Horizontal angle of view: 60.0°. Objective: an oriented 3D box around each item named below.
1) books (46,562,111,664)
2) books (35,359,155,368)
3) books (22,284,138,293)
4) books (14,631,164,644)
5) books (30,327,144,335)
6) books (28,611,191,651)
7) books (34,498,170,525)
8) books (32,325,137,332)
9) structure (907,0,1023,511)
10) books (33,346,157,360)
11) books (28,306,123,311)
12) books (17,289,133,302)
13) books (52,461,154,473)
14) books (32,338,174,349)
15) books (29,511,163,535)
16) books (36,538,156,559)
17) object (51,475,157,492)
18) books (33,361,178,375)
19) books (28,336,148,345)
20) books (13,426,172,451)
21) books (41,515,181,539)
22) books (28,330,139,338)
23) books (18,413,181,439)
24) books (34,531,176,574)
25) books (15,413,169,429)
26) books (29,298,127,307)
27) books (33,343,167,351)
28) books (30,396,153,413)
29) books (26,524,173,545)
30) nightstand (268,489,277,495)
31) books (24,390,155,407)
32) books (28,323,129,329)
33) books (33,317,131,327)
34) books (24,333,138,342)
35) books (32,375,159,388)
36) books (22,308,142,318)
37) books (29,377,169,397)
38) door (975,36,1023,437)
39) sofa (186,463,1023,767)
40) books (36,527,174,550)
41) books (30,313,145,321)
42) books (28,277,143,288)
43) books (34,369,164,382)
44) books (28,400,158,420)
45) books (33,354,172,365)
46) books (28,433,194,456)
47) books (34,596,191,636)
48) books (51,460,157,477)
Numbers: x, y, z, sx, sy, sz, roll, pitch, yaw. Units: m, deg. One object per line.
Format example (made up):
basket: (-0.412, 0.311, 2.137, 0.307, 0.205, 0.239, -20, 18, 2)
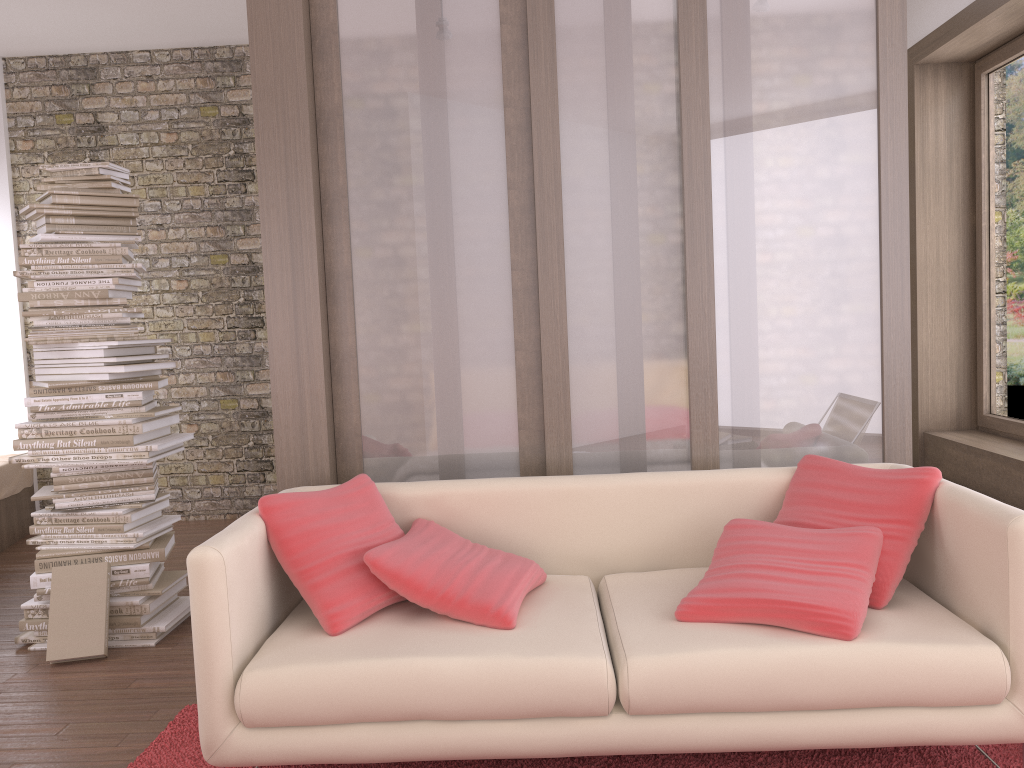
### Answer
books: (-1.787, 0.942, 3.668, 0.218, 0.363, 0.246, -4, 4, -13)
books: (-1.878, -0.093, 3.992, 0.413, 0.013, 0.294, -1, 4, 22)
books: (-1.919, -0.422, 3.965, 0.388, 0.020, 0.287, -3, 4, -3)
books: (-1.817, 1.072, 3.981, 0.612, 0.028, 0.399, -2, 4, 2)
books: (-1.891, -0.237, 3.967, 0.446, 0.012, 0.291, -4, 4, -23)
books: (-1.769, 1.096, 3.949, 0.542, 0.016, 0.423, -2, 4, 2)
books: (-1.844, 0.575, 4.014, 0.448, 0.038, 0.348, -2, 4, 7)
books: (-1.903, -0.249, 3.971, 0.412, 0.011, 0.308, -4, 4, -23)
structure: (2.543, -0.586, 4.652, 0.808, 2.881, 2.039, -2, 4, 2)
books: (-1.876, -0.141, 3.995, 0.417, 0.036, 0.308, -1, 4, 22)
books: (-1.932, -0.331, 3.951, 0.368, 0.009, 0.262, -4, 4, -23)
books: (-1.940, -0.391, 3.961, 0.379, 0.039, 0.297, -3, 4, -3)
books: (-1.819, 0.348, 3.985, 0.396, 0.024, 0.310, -4, 4, -18)
books: (-1.835, -0.182, 3.985, 0.500, 0.018, 0.326, -1, 4, 22)
books: (-1.864, 0.617, 3.997, 0.432, 0.038, 0.339, -2, 4, 7)
books: (-1.841, 0.709, 3.986, 0.450, 0.022, 0.364, -4, 4, -13)
object: (-1.824, 0.443, 3.991, 0.413, 0.008, 0.243, -4, 4, -18)
books: (-1.821, -0.072, 3.984, 0.524, 0.030, 0.317, -1, 4, 22)
books: (-1.884, -0.194, 3.961, 0.469, 0.015, 0.267, -4, 4, -23)
books: (-1.880, 0.240, 4.009, 0.522, 0.046, 0.410, -2, 4, 2)
books: (-1.796, 0.644, 4.005, 0.468, 0.021, 0.350, -2, 4, 7)
books: (-1.906, -0.223, 3.968, 0.432, 0.013, 0.288, -4, 4, -23)
books: (-1.857, 0.189, 4.032, 0.542, 0.046, 0.421, -2, 4, 2)
books: (-1.803, 0.750, 3.969, 0.518, 0.057, 0.341, -4, 4, -13)
books: (-1.879, 0.158, 4.005, 0.510, 0.020, 0.399, -2, 4, 2)
books: (-1.926, -0.360, 3.959, 0.379, 0.028, 0.297, -4, 4, -23)
books: (-1.858, -0.168, 4.006, 0.443, 0.010, 0.345, -1, 4, 22)
books: (-1.868, 0.087, 3.978, 0.442, 0.025, 0.346, -4, 4, -13)
books: (-1.851, 0.671, 4.007, 0.506, 0.023, 0.330, -2, 4, 7)
nightstand: (-1.231, 0.814, 5.961, 0.707, 0.240, 0.400, -2, 4, 2)
books: (-1.884, 0.055, 3.994, 0.469, 0.038, 0.364, -4, 4, -13)
books: (-1.928, -0.257, 3.971, 0.395, 0.007, 0.308, -4, 4, -23)
books: (-1.921, -0.276, 3.983, 0.379, 0.028, 0.297, -4, 4, -23)
books: (-1.914, -0.208, 3.966, 0.444, 0.015, 0.279, -4, 4, -23)
books: (-1.886, -0.016, 4.012, 0.450, 0.022, 0.364, -6, 5, -38)
books: (-1.907, -0.318, 3.960, 0.467, 0.020, 0.283, -4, 4, -23)
books: (-1.850, 0.012, 4.012, 0.518, 0.038, 0.341, -4, 4, -13)
door: (2.854, -0.780, 4.614, 0.117, 2.221, 1.750, -2, 4, 2)
sofa: (0.280, 0.716, 2.699, 2.204, 0.751, 0.919, -2, 4, 2)
books: (-1.815, 0.691, 3.977, 0.448, 0.013, 0.350, -2, 4, 7)
books: (-1.893, -0.300, 3.975, 0.388, 0.020, 0.287, -3, 4, -3)
books: (-1.896, -0.446, 3.960, 0.379, 0.028, 0.297, -3, 4, -3)
books: (-1.860, -0.041, 4.005, 0.435, 0.030, 0.322, -1, 4, 22)
books: (-1.880, 0.114, 4.013, 0.469, 0.028, 0.368, -4, 4, -13)
books: (-1.840, -0.112, 3.992, 0.484, 0.020, 0.323, -1, 4, 22)
books: (-1.799, 0.272, 4.026, 0.566, 0.025, 0.423, -2, 4, 2)
books: (-1.751, 1.039, 3.985, 0.566, 0.025, 0.423, -2, 4, 2)
books: (-1.825, 0.369, 3.990, 0.405, 0.018, 0.300, -4, 4, -18)
